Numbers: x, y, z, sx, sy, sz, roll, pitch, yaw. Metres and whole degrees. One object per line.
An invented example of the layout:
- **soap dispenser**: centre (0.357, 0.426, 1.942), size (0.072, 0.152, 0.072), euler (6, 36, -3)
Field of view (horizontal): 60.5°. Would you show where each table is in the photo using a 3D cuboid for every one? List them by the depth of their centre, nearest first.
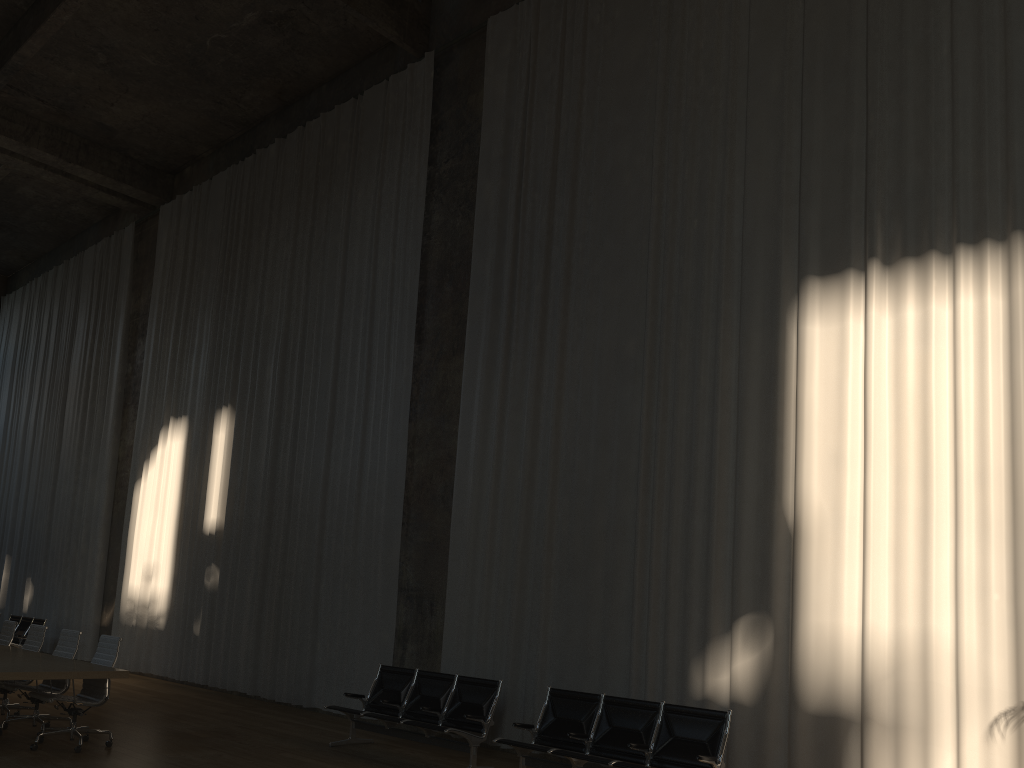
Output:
- **table**: centre (-6.782, 3.232, 9.765), size (7.757, 0.744, 1.628), euler (-10, -19, 42)

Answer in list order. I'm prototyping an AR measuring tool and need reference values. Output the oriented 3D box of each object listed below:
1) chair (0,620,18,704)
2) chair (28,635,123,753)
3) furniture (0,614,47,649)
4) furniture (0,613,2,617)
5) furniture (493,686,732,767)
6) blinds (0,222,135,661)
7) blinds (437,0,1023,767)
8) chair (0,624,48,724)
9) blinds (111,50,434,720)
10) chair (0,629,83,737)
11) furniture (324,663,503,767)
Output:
- **chair**: centre (-6.091, 3.213, 10.043), size (0.707, 1.005, 0.671), euler (11, -12, -38)
- **chair**: centre (-6.015, 2.225, 6.152), size (31.678, 1.011, 13.170), euler (-10, -19, 42)
- **furniture**: centre (-9.312, 4.685, 16.163), size (1.882, 0.826, 0.719), euler (-9, -16, 42)
- **furniture**: centre (-11.070, 4.996, 17.779), size (1.882, 0.826, 0.719), euler (-9, -16, 42)
- **furniture**: centre (0.745, 2.926, 6.993), size (1.882, 0.826, 0.719), euler (-9, -16, 42)
- **blinds**: centre (-10.493, 1.457, 19.448), size (7.870, 8.482, 0.278), euler (-6, -12, 42)
- **blinds**: centre (2.251, -0.796, 7.733), size (7.876, 8.481, 0.278), euler (-7, -12, 44)
- **chair**: centre (-5.428, 3.097, 9.437), size (0.708, 1.005, 0.670), euler (12, -12, -41)
- **blinds**: centre (-4.111, 0.329, 13.582), size (7.876, 8.481, 0.278), euler (-7, -12, 44)
- **chair**: centre (-4.751, 2.978, 8.817), size (0.709, 1.005, 0.670), euler (12, -13, -43)
- **furniture**: centre (-1.013, 3.237, 8.609), size (1.882, 0.826, 0.719), euler (-9, -16, 42)
